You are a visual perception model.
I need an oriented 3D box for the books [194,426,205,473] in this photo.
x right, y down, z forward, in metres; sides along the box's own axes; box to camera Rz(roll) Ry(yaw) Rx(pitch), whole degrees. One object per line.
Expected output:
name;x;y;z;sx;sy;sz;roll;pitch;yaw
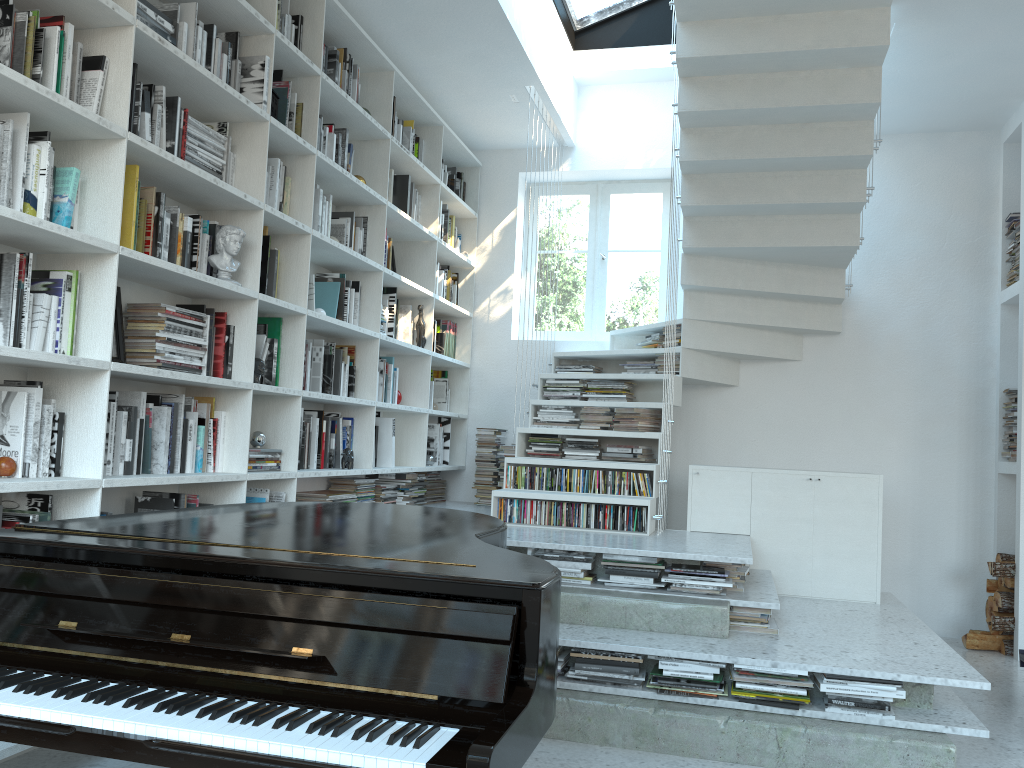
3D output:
books;-1.286;0.252;3.471;0.169;0.183;0.023;2;-3;15

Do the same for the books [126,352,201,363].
books;-1.316;-0.099;3.356;0.161;0.012;0.254;2;-4;10

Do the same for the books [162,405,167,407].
books;-1.355;0.201;3.284;0.158;0.251;0.011;2;-3;15

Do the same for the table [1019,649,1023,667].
table;2.874;1.344;3.472;1.257;0.218;1.271;2;-4;15

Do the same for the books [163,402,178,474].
books;-1.330;0.198;3.308;0.161;0.264;0.028;2;-3;15

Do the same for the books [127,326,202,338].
books;-1.316;-0.195;3.363;0.161;0.012;0.254;2;-4;12

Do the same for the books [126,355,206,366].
books;-1.316;-0.087;3.356;0.159;0.012;0.285;1;-4;19

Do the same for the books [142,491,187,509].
books;-1.290;0.552;3.270;0.181;0.303;0.013;2;-3;15

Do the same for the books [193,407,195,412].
books;-1.312;0.213;3.461;0.145;0.256;0.014;2;-3;15

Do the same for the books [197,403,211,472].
books;-1.287;0.210;3.510;0.175;0.272;0.026;2;-3;15

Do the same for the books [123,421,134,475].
books;-1.390;0.218;3.052;0.174;0.183;0.029;2;-3;15

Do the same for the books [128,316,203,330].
books;-1.312;-0.231;3.365;0.161;0.012;0.254;2;-4;11

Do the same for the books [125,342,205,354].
books;-1.321;-0.135;3.360;0.159;0.012;0.285;2;-4;17

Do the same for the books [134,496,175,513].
books;-1.314;0.558;3.237;0.159;0.285;0.012;2;-3;15

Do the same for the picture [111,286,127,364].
picture;-1.449;-0.213;3.057;0.077;0.299;0.300;2;-4;15

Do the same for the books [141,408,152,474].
books;-1.371;0.202;3.199;0.159;0.237;0.031;2;-3;15

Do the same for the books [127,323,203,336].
books;-1.313;-0.207;3.363;0.161;0.012;0.254;2;-4;11

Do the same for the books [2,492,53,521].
books;-1.497;0.496;2.718;0.173;0.320;0.013;2;-3;15

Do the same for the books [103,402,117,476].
books;-1.421;0.180;2.975;0.179;0.245;0.027;2;-3;15

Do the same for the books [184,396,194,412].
books;-1.307;0.194;3.447;0.137;0.293;0.014;2;-3;15

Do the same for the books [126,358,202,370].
books;-1.326;-0.076;3.357;0.159;0.012;0.285;2;-4;14

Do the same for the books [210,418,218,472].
books;-1.263;0.243;3.565;0.166;0.216;0.011;2;-3;15

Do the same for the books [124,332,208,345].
books;-1.312;-0.170;3.361;0.159;0.012;0.285;1;-4;19

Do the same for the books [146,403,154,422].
books;-1.379;0.195;3.230;0.136;0.254;0.025;2;-3;15

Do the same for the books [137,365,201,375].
books;-1.325;-0.052;3.355;0.161;0.012;0.254;2;-4;17

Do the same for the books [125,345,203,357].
books;-1.324;-0.123;3.360;0.159;0.012;0.285;2;-4;16

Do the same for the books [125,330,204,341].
books;-1.316;-0.183;3.363;0.161;0.012;0.254;1;-4;18

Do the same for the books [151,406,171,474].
books;-1.346;0.203;3.248;0.191;0.245;0.026;2;-3;15

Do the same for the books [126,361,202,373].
books;-1.317;-0.064;3.354;0.159;0.012;0.285;2;-4;10

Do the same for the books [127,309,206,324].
books;-1.308;-0.255;3.365;0.159;0.012;0.285;2;-4;10

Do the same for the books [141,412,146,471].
books;-1.386;0.208;3.174;0.140;0.220;0.025;2;-3;15

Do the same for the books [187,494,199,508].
books;-1.272;0.564;3.361;0.169;0.293;0.015;2;-3;15

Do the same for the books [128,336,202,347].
books;-1.313;-0.158;3.360;0.161;0.012;0.254;2;-4;10

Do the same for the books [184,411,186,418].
books;-1.324;0.218;3.386;0.154;0.235;0.014;2;-3;15

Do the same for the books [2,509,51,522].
books;-1.494;0.521;2.702;0.183;0.268;0.013;2;-3;15

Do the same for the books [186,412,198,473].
books;-1.302;0.222;3.424;0.174;0.234;0.023;2;-3;15

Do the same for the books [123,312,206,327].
books;-1.315;-0.244;3.366;0.159;0.012;0.285;2;-4;17

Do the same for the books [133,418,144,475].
books;-1.377;0.217;3.120;0.165;0.196;0.023;2;-3;15

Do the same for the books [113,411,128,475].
books;-1.400;0.199;3.029;0.174;0.217;0.023;2;-3;15

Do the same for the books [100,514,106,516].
books;-1.394;0.544;2.863;0.173;0.253;0.011;2;-3;15

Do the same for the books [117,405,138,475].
books;-1.388;0.193;3.084;0.165;0.237;0.029;2;-3;15

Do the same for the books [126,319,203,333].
books;-1.314;-0.219;3.364;0.161;0.012;0.254;2;-4;12

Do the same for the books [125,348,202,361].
books;-1.327;-0.111;3.360;0.159;0.012;0.285;2;-4;15

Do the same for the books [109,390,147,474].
books;-1.382;0.171;3.150;0.152;0.291;0.026;2;-3;15

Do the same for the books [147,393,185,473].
books;-1.324;0.185;3.350;0.177;0.296;0.012;2;-3;15

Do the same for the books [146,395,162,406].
books;-1.364;0.183;3.274;0.134;0.286;0.014;2;-3;15

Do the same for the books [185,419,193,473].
books;-1.309;0.235;3.401;0.167;0.204;0.023;2;-3;15

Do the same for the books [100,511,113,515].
books;-1.382;0.542;2.877;0.169;0.259;0.021;2;-3;15

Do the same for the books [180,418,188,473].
books;-1.319;0.231;3.364;0.183;0.207;0.024;2;-3;15

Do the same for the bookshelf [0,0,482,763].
bookshelf;-1.232;-0.301;3.429;0.330;3.140;6.302;2;-4;15

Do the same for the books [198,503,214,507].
books;-1.252;0.597;3.513;0.130;0.249;0.022;2;-3;15

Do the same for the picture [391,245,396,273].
picture;-0.790;-0.747;5.530;0.077;0.299;0.300;2;-4;15

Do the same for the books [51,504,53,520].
books;-1.503;0.512;2.737;0.160;0.289;0.022;2;-3;15

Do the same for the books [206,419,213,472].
books;-1.269;0.243;3.539;0.169;0.212;0.042;2;-3;15

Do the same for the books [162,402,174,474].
books;-1.342;0.198;3.292;0.181;0.261;0.010;2;-3;15

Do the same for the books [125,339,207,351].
books;-1.313;-0.147;3.359;0.159;0.012;0.285;1;-4;19

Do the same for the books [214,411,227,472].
books;-1.249;0.231;3.596;0.176;0.246;0.033;2;-3;15

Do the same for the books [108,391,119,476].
books;-1.412;0.164;2.994;0.166;0.282;0.013;2;-3;15
